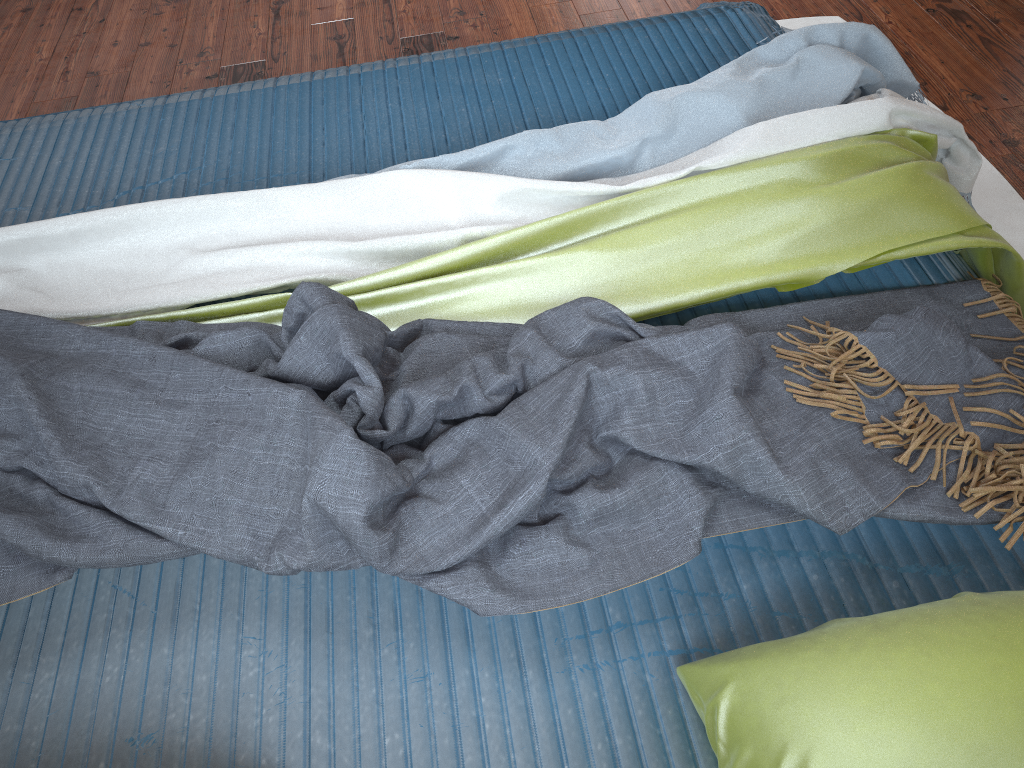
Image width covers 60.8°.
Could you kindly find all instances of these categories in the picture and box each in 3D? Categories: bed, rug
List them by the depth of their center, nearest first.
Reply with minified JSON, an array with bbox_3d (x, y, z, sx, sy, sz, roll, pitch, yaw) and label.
[{"bbox_3d":[-0.169,0.049,1.157,2.141,0.707,2.811,-9,48,-2],"label":"bed"},{"bbox_3d":[-0.233,-0.118,1.748,2.717,0.045,1.964,-11,48,-4],"label":"rug"}]

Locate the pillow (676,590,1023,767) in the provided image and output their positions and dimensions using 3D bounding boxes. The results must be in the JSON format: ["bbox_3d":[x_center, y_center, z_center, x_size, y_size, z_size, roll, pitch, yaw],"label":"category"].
[{"bbox_3d":[-0.014,0.411,0.747,1.381,0.201,0.339,-11,48,-4],"label":"pillow"}]

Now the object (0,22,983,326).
[{"bbox_3d":[-0.178,-0.329,1.654,2.166,0.345,0.583,-14,48,-7],"label":"object"}]

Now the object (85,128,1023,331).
[{"bbox_3d":[-0.146,-0.003,1.422,2.115,0.409,0.534,-14,48,-7],"label":"object"}]

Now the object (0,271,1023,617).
[{"bbox_3d":[-0.175,0.084,1.156,2.123,0.373,0.688,-4,48,3],"label":"object"}]
